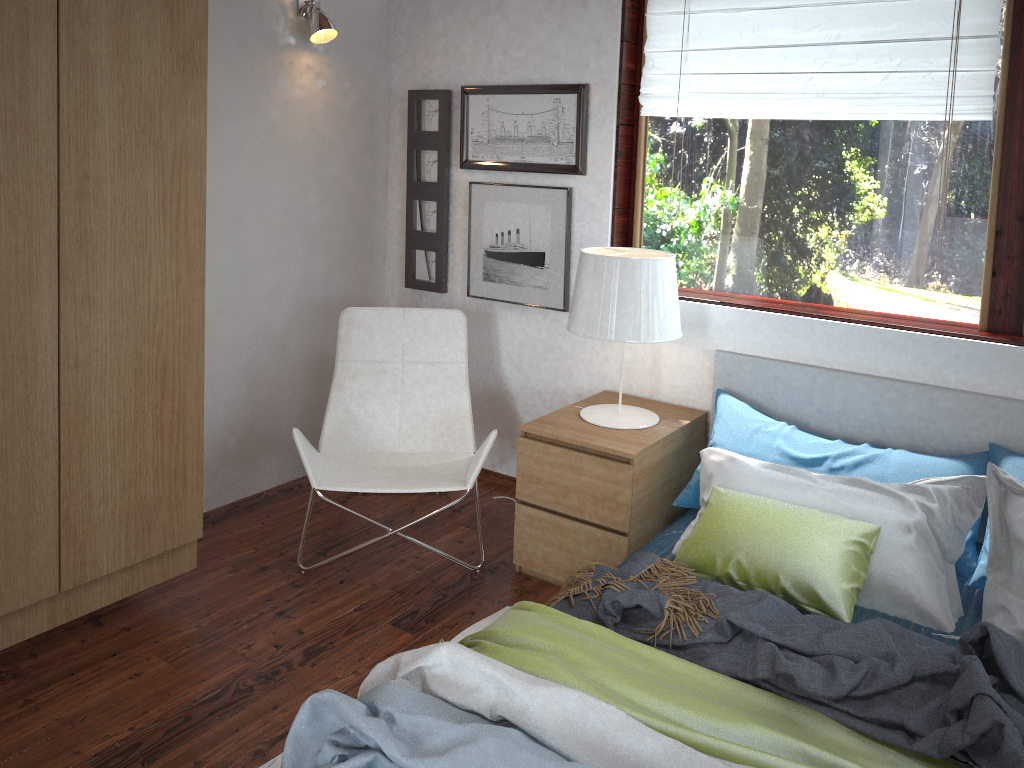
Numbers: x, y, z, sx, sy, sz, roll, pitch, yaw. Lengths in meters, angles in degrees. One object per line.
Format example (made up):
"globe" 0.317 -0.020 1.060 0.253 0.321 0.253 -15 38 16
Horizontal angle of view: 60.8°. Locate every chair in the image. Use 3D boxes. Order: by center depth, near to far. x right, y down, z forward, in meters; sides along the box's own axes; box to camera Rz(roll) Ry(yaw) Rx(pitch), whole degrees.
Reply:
"chair" -0.418 0.166 3.218 0.697 0.782 0.820 1 10 -5

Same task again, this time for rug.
"rug" 0.562 1.110 1.257 2.746 0.048 1.830 12 18 33

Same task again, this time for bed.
"bed" 0.841 0.672 1.634 2.166 0.752 2.616 12 17 34

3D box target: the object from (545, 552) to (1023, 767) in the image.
"object" 0.863 0.694 1.648 2.162 0.397 0.635 16 18 42

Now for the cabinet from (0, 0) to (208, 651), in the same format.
"cabinet" -1.765 -0.446 1.836 0.588 2.359 2.232 6 10 34

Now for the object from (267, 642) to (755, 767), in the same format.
"object" 0.458 0.887 1.230 2.177 0.368 0.545 11 14 29

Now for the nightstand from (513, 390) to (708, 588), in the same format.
"nightstand" 0.359 0.387 3.090 0.433 0.530 0.618 8 12 34

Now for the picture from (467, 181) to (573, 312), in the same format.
"picture" 0.021 -0.582 3.647 0.510 0.496 0.043 9 8 34

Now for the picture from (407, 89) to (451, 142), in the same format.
"picture" -0.370 -1.193 3.878 0.225 0.221 0.041 9 8 34

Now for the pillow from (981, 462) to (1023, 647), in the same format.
"pillow" 1.532 0.495 2.003 0.860 0.383 0.366 9 12 29

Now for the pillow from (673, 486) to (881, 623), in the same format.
"pillow" 1.077 0.509 2.096 1.396 0.215 0.316 12 15 34

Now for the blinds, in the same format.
"blinds" 1.021 -1.180 3.068 1.251 0.486 0.055 12 9 34

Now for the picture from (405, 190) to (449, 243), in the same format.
"picture" -0.383 -0.754 3.920 0.225 0.221 0.041 9 8 34

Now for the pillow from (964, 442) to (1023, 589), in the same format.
"pillow" 1.716 0.444 2.265 0.931 0.312 0.372 11 14 32

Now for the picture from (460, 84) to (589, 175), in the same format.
"picture" 0.034 -1.058 3.614 0.634 0.356 0.042 11 9 34

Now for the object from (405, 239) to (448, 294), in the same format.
"object" -0.389 -0.535 3.942 0.225 0.221 0.041 9 8 34

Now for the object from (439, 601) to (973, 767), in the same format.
"object" 0.690 0.877 1.512 2.127 0.438 0.499 11 13 30

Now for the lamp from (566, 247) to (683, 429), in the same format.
"lamp" 0.391 -0.171 3.061 0.409 0.578 0.411 7 9 31

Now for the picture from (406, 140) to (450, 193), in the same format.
"picture" -0.376 -0.974 3.899 0.225 0.221 0.041 9 8 34

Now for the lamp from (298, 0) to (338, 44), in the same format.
"lamp" -0.781 -1.505 3.563 0.154 0.223 0.122 8 9 35

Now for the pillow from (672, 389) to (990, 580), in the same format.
"pillow" 1.008 0.282 2.754 0.923 0.323 0.352 11 13 32

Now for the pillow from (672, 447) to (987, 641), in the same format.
"pillow" 0.868 0.384 2.477 0.881 0.352 0.481 10 13 29
